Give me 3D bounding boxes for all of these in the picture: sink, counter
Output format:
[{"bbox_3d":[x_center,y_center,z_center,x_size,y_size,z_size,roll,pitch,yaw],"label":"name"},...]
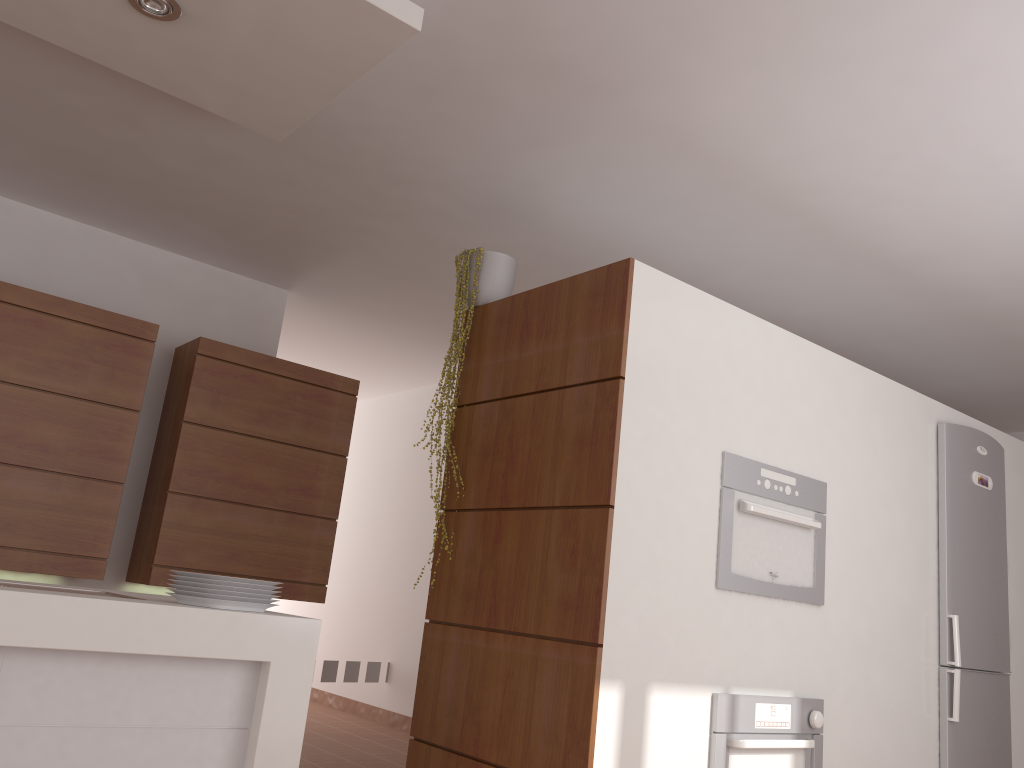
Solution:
[{"bbox_3d":[-1.204,0.435,1.985,0.668,0.368,0.404,17,-18,-36],"label":"sink"},{"bbox_3d":[-1.571,0.724,1.634,2.156,0.800,0.821,17,-18,-36],"label":"counter"}]

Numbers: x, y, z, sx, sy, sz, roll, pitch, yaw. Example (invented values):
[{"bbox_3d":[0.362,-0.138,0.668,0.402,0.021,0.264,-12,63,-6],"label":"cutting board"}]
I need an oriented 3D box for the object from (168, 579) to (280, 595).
[{"bbox_3d":[-0.673,0.483,2.079,0.228,0.020,0.228,-3,-17,33],"label":"object"}]

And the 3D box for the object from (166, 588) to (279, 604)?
[{"bbox_3d":[-0.676,0.502,2.073,0.228,0.020,0.228,-3,-17,33],"label":"object"}]

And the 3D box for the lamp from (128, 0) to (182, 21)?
[{"bbox_3d":[-0.973,-1.057,2.423,0.143,0.059,0.143,9,-15,-9],"label":"lamp"}]

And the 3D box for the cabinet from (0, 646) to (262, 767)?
[{"bbox_3d":[-1.617,0.758,1.585,2.048,0.700,0.737,17,-18,-36],"label":"cabinet"}]

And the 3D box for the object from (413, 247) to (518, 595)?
[{"bbox_3d":[-0.195,0.133,3.423,0.297,1.344,0.279,4,-15,11],"label":"object"}]

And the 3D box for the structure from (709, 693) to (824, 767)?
[{"bbox_3d":[0.849,1.336,2.906,0.596,0.592,0.058,17,-18,-36],"label":"structure"}]

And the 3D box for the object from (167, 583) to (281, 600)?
[{"bbox_3d":[-0.674,0.493,2.076,0.228,0.020,0.228,-3,-17,33],"label":"object"}]

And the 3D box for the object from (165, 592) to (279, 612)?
[{"bbox_3d":[-0.677,0.512,2.071,0.228,0.020,0.228,-3,-17,33],"label":"object"}]

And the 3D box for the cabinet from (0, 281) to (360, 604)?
[{"bbox_3d":[-2.957,0.040,3.635,4.718,1.200,0.754,17,-18,-36],"label":"cabinet"}]

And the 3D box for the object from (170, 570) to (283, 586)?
[{"bbox_3d":[-0.671,0.463,2.084,0.228,0.020,0.228,-3,-17,33],"label":"object"}]

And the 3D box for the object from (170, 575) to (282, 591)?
[{"bbox_3d":[-0.672,0.473,2.081,0.228,0.020,0.228,-3,-17,33],"label":"object"}]

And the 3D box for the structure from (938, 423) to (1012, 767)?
[{"bbox_3d":[2.064,1.119,3.915,0.604,1.862,0.089,17,-18,-36],"label":"structure"}]

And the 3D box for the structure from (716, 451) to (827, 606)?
[{"bbox_3d":[0.944,0.518,3.111,0.614,0.454,0.056,17,-18,-36],"label":"structure"}]
